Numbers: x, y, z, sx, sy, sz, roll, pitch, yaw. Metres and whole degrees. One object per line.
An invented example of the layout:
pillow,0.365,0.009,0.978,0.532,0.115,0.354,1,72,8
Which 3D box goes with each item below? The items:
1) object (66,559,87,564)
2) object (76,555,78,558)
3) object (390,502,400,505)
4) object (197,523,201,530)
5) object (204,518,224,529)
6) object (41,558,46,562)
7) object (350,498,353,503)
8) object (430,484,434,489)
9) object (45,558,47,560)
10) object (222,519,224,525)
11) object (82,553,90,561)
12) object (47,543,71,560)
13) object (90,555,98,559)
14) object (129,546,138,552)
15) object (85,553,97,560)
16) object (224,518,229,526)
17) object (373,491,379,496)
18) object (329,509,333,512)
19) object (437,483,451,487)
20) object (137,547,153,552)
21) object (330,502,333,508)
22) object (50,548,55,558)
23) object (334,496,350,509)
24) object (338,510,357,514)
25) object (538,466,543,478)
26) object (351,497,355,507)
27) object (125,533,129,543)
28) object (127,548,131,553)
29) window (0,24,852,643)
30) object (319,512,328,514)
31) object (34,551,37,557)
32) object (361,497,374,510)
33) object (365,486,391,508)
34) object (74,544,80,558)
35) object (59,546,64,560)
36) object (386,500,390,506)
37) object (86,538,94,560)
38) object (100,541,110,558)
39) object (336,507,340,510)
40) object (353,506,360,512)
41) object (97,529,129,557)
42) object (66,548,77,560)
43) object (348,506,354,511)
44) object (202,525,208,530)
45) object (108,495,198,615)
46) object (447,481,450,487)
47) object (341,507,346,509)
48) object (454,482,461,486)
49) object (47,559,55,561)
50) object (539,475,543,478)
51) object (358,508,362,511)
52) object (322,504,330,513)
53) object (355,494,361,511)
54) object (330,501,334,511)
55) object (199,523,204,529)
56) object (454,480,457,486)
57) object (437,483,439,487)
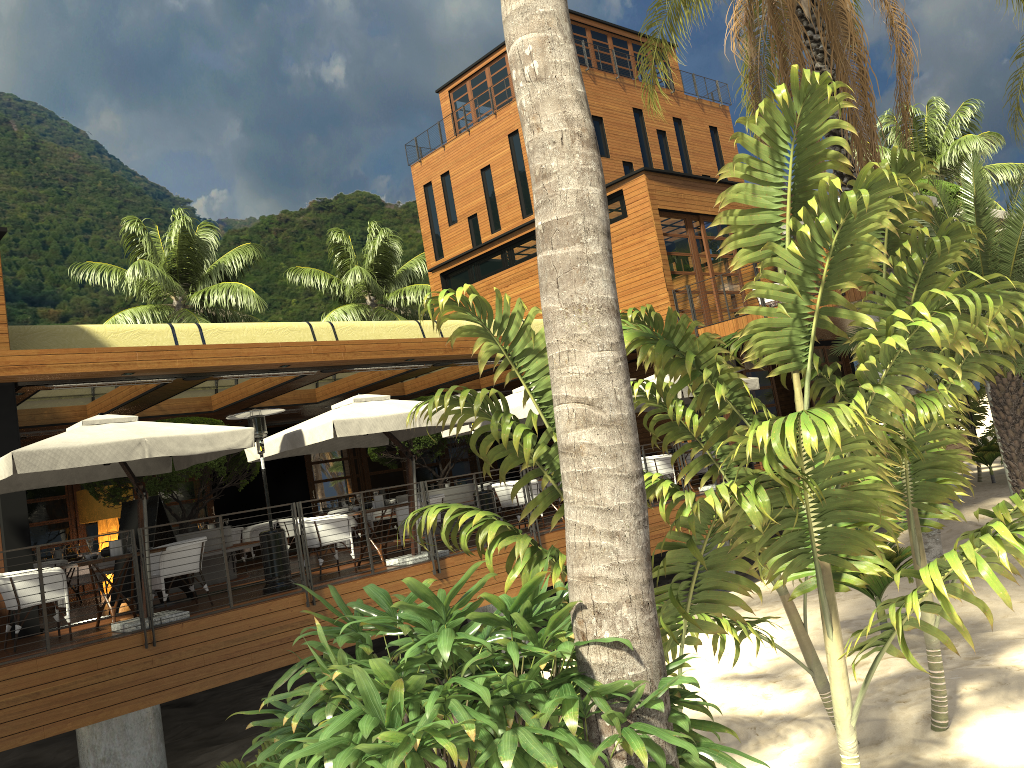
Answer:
object,-4.646,1.899,9.474,0.170,0.025,0.294,-5,-8,-43
object,-7.196,2.838,14.574,0.116,0.065,0.116,-12,-6,18
object,-1.696,1.673,12.279,0.170,0.025,0.294,-5,-8,-43
object,-5.854,2.728,16.634,0.082,0.227,0.082,-5,-8,-33
object,-5.558,2.652,16.534,0.263,0.264,0.263,-5,-8,-39
object,-7.579,2.866,14.310,0.086,0.086,0.086,-15,-8,42
object,-3.359,2.508,18.723,0.082,0.227,0.082,-6,-8,-31
object,-1.828,2.423,20.495,0.082,0.227,0.082,-9,-7,-5
object,-7.776,2.944,14.746,0.086,0.086,0.086,-4,-9,-43
object,-5.488,2.684,16.824,0.082,0.227,0.082,-5,-8,-38
object,-4.652,1.891,9.688,0.086,0.086,0.086,-5,-8,-38
object,-7.442,2.779,14.575,0.263,0.264,0.263,-9,-6,-8
object,-4.497,1.872,9.545,0.080,0.042,0.080,-15,-8,38
object,-4.182,1.820,9.790,0.086,0.086,0.086,-5,-8,-38
object,-4.565,1.880,9.618,0.116,0.065,0.115,-5,-8,-39
object,-5.286,2.612,16.457,0.082,0.227,0.082,-5,-8,-33
object,-1.874,1.600,12.301,0.082,0.227,0.082,-15,-8,36
object,-3.736,2.623,18.363,0.116,0.065,0.115,-7,-6,-22
object,-1.579,2.381,20.660,0.263,0.264,0.263,-10,-6,6
object,-4.180,1.872,9.993,0.170,0.025,0.294,-5,-8,-43
object,-3.771,2.570,18.628,0.082,0.227,0.082,-7,-7,-24
object,-7.651,2.851,14.777,0.082,0.227,0.082,-8,-7,-19
object,-3.536,2.496,18.455,0.264,0.264,0.263,-7,-7,-25
object,-2.162,1.701,11.760,0.170,0.025,0.294,-5,-8,-43
object,0.458,1.373,14.043,0.082,0.227,0.082,-4,-9,-42
object,-3.268,2.452,18.324,0.082,0.227,0.082,-7,-7,-24
object,-4.359,1.798,10.015,0.082,0.227,0.082,-4,-9,-42
object,-4.268,1.852,9.855,0.116,0.065,0.115,-5,-8,-39
window,-0.242,-5.765,24.255,14.466,18.001,38.398,-13,-7,24
object,-3.860,2.652,18.240,0.170,0.025,0.294,-8,-6,-20
object,-7.685,2.815,14.367,0.082,0.227,0.082,-10,-7,-2
object,-1.983,1.625,12.097,0.168,0.179,0.162,-4,-8,-41
object,-1.794,1.528,11.881,0.263,0.264,0.263,-10,-6,2
object,-7.232,2.778,14.769,0.082,0.227,0.082,-10,-7,-2
object,-7.266,2.739,14.333,0.082,0.227,0.082,-8,-7,-19
object,-1.698,1.621,12.076,0.086,0.086,0.086,-5,-8,-38
object,-4.503,1.769,9.478,0.082,0.227,0.082,-4,-9,-42
object,-4.468,1.823,9.807,0.163,0.179,0.167,-4,-9,-44
object,-3.563,2.561,18.165,0.086,0.086,0.086,-12,-7,20
object,-2.081,1.681,11.904,0.116,0.065,0.115,-4,-8,-44
object,-4.279,1.727,9.595,0.263,0.264,0.263,-10,-6,2
object,-7.129,2.745,14.349,0.163,0.179,0.167,-9,-6,-5
object,-2.168,1.692,11.974,0.086,0.086,0.086,-5,-8,-38
object,-5.583,2.659,16.147,0.163,0.179,0.167,-6,-7,-32
object,-4.675,2.163,11.367,0.767,1.400,0.771,-14,-8,31
object,-1.441,2.343,20.372,0.082,0.227,0.082,-10,-7,0
object,-3.463,2.564,18.247,0.116,0.065,0.116,-10,-6,1
object,-1.281,2.397,20.905,0.168,0.179,0.163,-11,-6,9
object,-7.445,2.855,14.316,0.116,0.065,0.115,-6,-7,-32
object,0.464,1.476,14.110,0.080,0.042,0.080,-11,-6,8
object,-2.012,1.674,11.831,0.080,0.042,0.080,-11,-6,8
object,-3.888,2.611,18.566,0.163,0.179,0.167,-7,-7,-22
object,-2.019,1.570,11.764,0.082,0.227,0.082,-4,-9,-42
object,-3.674,2.510,18.205,0.082,0.227,0.082,-6,-8,-31
object,-5.673,2.658,16.254,0.082,0.227,0.082,-15,-9,40
object,-1.300,2.360,20.775,0.082,0.227,0.082,-9,-7,-5
object,-1.712,2.444,20.904,0.082,0.227,0.082,-10,-7,0
